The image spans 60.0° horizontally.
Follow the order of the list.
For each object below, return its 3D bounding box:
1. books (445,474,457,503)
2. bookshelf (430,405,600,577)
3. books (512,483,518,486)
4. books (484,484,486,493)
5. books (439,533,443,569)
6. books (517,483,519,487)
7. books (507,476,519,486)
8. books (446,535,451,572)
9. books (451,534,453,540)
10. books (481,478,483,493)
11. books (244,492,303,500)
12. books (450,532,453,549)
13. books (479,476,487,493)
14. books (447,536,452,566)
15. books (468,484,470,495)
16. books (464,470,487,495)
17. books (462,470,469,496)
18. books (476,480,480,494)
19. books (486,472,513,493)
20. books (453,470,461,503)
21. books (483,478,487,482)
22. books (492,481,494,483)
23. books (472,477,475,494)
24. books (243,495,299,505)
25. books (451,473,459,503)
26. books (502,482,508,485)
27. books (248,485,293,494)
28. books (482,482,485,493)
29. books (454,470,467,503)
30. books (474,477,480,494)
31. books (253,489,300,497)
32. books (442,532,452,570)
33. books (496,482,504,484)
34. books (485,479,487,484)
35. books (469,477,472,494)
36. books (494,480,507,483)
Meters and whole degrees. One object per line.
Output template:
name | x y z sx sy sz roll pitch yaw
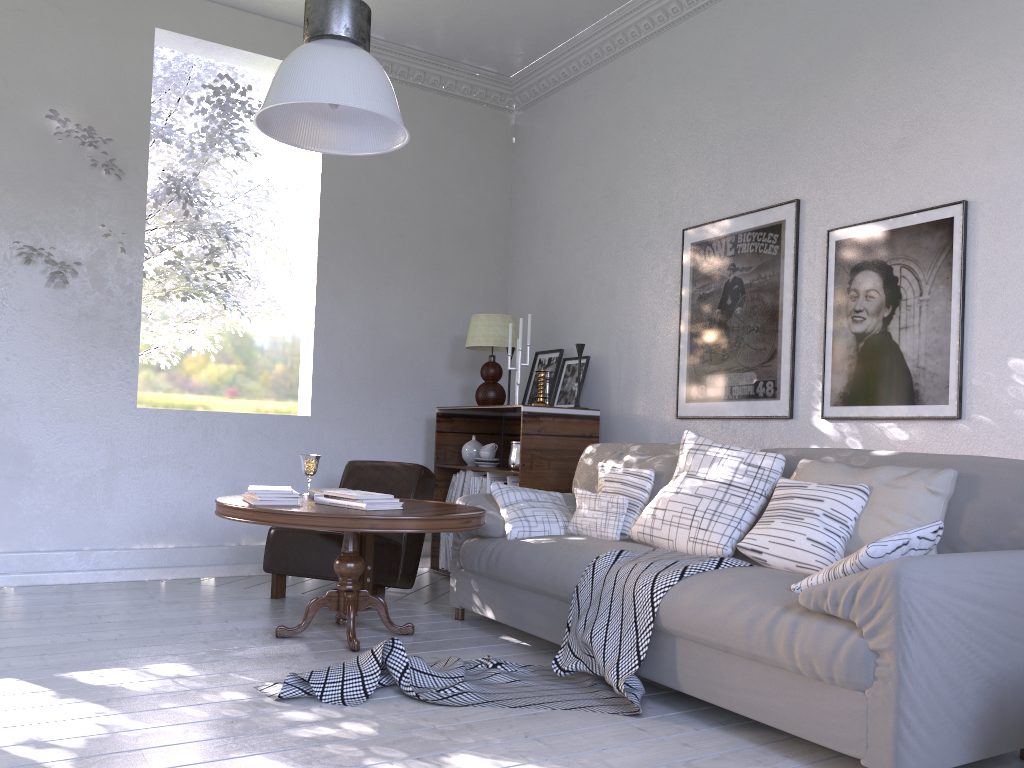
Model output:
books | -0.239 0.542 4.307 0.161 0.209 0.127 4 -2 -31
bookshelf | -0.009 0.511 4.104 0.402 0.799 0.798 3 -3 -31
books | 0.062 0.528 3.805 0.114 0.199 0.061 3 -2 -31
books | -0.075 0.538 3.972 0.115 0.183 0.009 3 -2 -27
books | -0.287 0.810 4.375 0.149 0.202 0.027 4 -2 -32
books | 0.070 0.521 3.744 0.114 0.204 0.009 3 -2 -32
books | 0.047 0.513 3.818 0.126 0.233 0.078 3 -2 -31
books | -0.255 0.821 4.294 0.129 0.177 0.066 3 -2 -31
books | -0.209 0.809 4.227 0.137 0.199 0.109 3 -2 -31
books | -0.082 0.530 4.026 0.131 0.206 0.011 3 -2 -27
books | -0.774 0.361 2.863 0.136 0.010 0.214 4 -4 -30
books | -0.227 0.812 4.258 0.128 0.194 0.087 3 -2 -31
books | -0.089 0.528 4.041 0.129 0.211 0.020 3 -2 -27
books | -0.242 0.823 4.270 0.129 0.174 0.081 4 -2 -31
books | -0.156 0.543 4.095 0.121 0.185 0.025 4 -2 -36
books | -0.136 0.520 4.145 0.175 0.242 0.104 3 -2 -31
books | -0.152 0.522 4.185 0.173 0.239 0.093 3 -2 -31
books | -0.107 0.536 4.050 0.125 0.195 0.015 3 -2 -27
books | -0.058 0.511 3.955 0.126 0.236 0.018 3 -1 -27
books | -0.200 0.528 4.247 0.152 0.232 0.104 3 -2 -31
books | -0.076 0.529 4.016 0.131 0.206 0.011 3 -2 -27
books | -0.019 0.531 3.918 0.131 0.202 0.064 3 -2 -31
books | -0.125 0.531 4.069 0.131 0.206 0.011 3 -2 -27
books | -0.783 0.374 2.864 0.142 0.015 0.222 4 -4 -25
books | -0.212 0.536 4.274 0.161 0.218 0.100 4 -2 -31
books | 0.027 0.528 3.828 0.131 0.202 0.064 3 -2 -31
books | -0.779 0.340 2.856 0.136 0.011 0.216 3 -4 -15
books | -0.080 0.537 4.001 0.120 0.188 0.012 3 -2 -27
books | -0.185 0.525 4.219 0.173 0.235 0.112 4 -2 -31
books | -0.113 0.531 4.062 0.131 0.206 0.011 3 -2 -27
books | -0.770 0.352 2.873 0.135 0.010 0.240 4 -4 -20
books | -0.275 0.816 4.341 0.134 0.184 0.030 3 -2 -32
books | -0.001 0.530 3.873 0.131 0.202 0.064 3 -2 -31
books | -0.073 0.529 3.983 0.114 0.204 0.009 3 -1 -27
books | -0.152 0.532 4.085 0.121 0.207 0.026 4 -2 -36
books | -0.009 0.526 3.888 0.129 0.209 0.074 3 -2 -31
